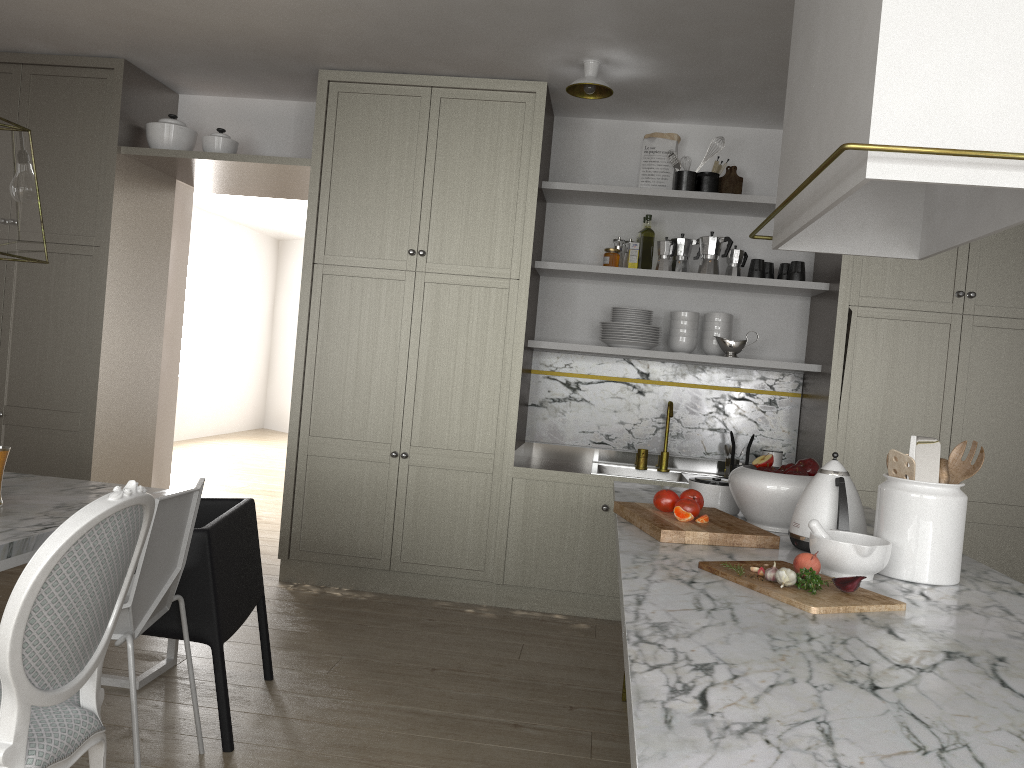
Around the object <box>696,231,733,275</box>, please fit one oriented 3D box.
[{"bbox_3d":[0.935,-0.610,4.145,0.111,0.212,0.175,5,1,-23],"label":"object"}]

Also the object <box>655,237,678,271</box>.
[{"bbox_3d":[0.717,-0.606,4.143,0.087,0.167,0.138,5,1,2],"label":"object"}]

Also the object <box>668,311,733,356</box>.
[{"bbox_3d":[0.915,-0.243,4.316,0.309,0.216,0.149,5,1,-1],"label":"object"}]

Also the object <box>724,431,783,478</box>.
[{"bbox_3d":[1.116,0.345,4.174,0.144,0.229,0.307,4,1,-41],"label":"object"}]

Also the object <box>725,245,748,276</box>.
[{"bbox_3d":[1.063,-0.577,4.233,0.087,0.167,0.138,6,1,30],"label":"object"}]

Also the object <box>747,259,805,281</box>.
[{"bbox_3d":[1.245,-0.525,4.176,0.264,0.098,0.173,5,1,14],"label":"object"}]

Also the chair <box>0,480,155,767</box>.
[{"bbox_3d":[-0.944,0.563,1.612,0.505,0.833,0.480,5,1,3],"label":"chair"}]

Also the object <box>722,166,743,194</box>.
[{"bbox_3d":[1.060,-0.959,4.255,0.092,0.183,0.038,5,1,16],"label":"object"}]

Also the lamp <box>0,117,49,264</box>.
[{"bbox_3d":[-1.430,-0.903,2.366,0.584,1.108,0.584,5,1,21],"label":"lamp"}]

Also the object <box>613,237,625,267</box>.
[{"bbox_3d":[0.517,-0.631,4.328,0.059,0.172,0.059,5,1,-22],"label":"object"}]

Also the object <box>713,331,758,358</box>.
[{"bbox_3d":[1.044,-0.188,4.155,0.210,0.135,0.102,5,1,-2],"label":"object"}]

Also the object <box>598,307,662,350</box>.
[{"bbox_3d":[0.567,-0.262,4.251,0.306,0.195,0.300,5,1,2],"label":"object"}]

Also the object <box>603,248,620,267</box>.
[{"bbox_3d":[0.478,-0.598,4.268,0.078,0.101,0.078,4,1,-38],"label":"object"}]

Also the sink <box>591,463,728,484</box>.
[{"bbox_3d":[0.802,0.520,4.145,0.877,0.174,0.475,5,1,6],"label":"sink"}]

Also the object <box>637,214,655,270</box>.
[{"bbox_3d":[0.639,-0.674,4.259,0.082,0.282,0.089,5,1,1],"label":"object"}]

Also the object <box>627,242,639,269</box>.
[{"bbox_3d":[0.584,-0.609,4.288,0.044,0.141,0.077,5,1,1],"label":"object"}]

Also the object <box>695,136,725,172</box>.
[{"bbox_3d":[0.926,-1.073,4.169,0.135,0.187,0.070,5,1,9],"label":"object"}]

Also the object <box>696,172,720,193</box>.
[{"bbox_3d":[0.935,-0.942,4.258,0.112,0.128,0.112,5,1,-10],"label":"object"}]

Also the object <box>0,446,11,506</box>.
[{"bbox_3d":[-1.427,0.243,2.443,0.071,0.188,0.071,6,1,27],"label":"object"}]

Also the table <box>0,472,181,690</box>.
[{"bbox_3d":[-1.623,0.620,2.131,0.870,0.583,1.781,5,1,6],"label":"table"}]

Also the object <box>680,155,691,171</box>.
[{"bbox_3d":[0.846,-1.034,4.285,0.050,0.148,0.085,5,1,-22],"label":"object"}]

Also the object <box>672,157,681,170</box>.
[{"bbox_3d":[0.818,-0.994,4.271,0.098,0.199,0.059,6,1,25],"label":"object"}]

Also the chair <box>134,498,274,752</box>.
[{"bbox_3d":[-1.042,0.660,2.623,0.609,0.597,0.569,5,1,-4],"label":"chair"}]

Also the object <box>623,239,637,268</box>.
[{"bbox_3d":[0.576,-0.627,4.356,0.059,0.172,0.059,6,1,32],"label":"object"}]

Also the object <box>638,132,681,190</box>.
[{"bbox_3d":[0.720,-1.063,4.342,0.183,0.327,0.074,5,1,15],"label":"object"}]

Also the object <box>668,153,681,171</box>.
[{"bbox_3d":[0.800,-0.991,4.190,0.132,0.185,0.039,5,1,-3],"label":"object"}]

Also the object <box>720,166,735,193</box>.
[{"bbox_3d":[1.053,-0.960,4.264,0.092,0.183,0.038,5,1,16],"label":"object"}]

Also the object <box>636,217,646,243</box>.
[{"bbox_3d":[0.646,-0.675,4.340,0.066,0.282,0.066,5,1,-4],"label":"object"}]

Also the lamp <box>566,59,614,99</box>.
[{"bbox_3d":[0.325,-1.263,3.662,0.197,0.130,0.197,6,1,41],"label":"lamp"}]

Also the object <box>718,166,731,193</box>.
[{"bbox_3d":[1.039,-0.962,4.284,0.092,0.185,0.023,5,1,16],"label":"object"}]

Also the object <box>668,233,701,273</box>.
[{"bbox_3d":[0.827,-0.622,4.278,0.175,0.212,0.111,6,1,42],"label":"object"}]

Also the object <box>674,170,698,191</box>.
[{"bbox_3d":[0.826,-0.946,4.228,0.108,0.118,0.108,5,1,-3],"label":"object"}]

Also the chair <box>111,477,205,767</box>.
[{"bbox_3d":[-0.983,0.600,2.101,0.439,0.745,0.470,5,1,-4],"label":"chair"}]
